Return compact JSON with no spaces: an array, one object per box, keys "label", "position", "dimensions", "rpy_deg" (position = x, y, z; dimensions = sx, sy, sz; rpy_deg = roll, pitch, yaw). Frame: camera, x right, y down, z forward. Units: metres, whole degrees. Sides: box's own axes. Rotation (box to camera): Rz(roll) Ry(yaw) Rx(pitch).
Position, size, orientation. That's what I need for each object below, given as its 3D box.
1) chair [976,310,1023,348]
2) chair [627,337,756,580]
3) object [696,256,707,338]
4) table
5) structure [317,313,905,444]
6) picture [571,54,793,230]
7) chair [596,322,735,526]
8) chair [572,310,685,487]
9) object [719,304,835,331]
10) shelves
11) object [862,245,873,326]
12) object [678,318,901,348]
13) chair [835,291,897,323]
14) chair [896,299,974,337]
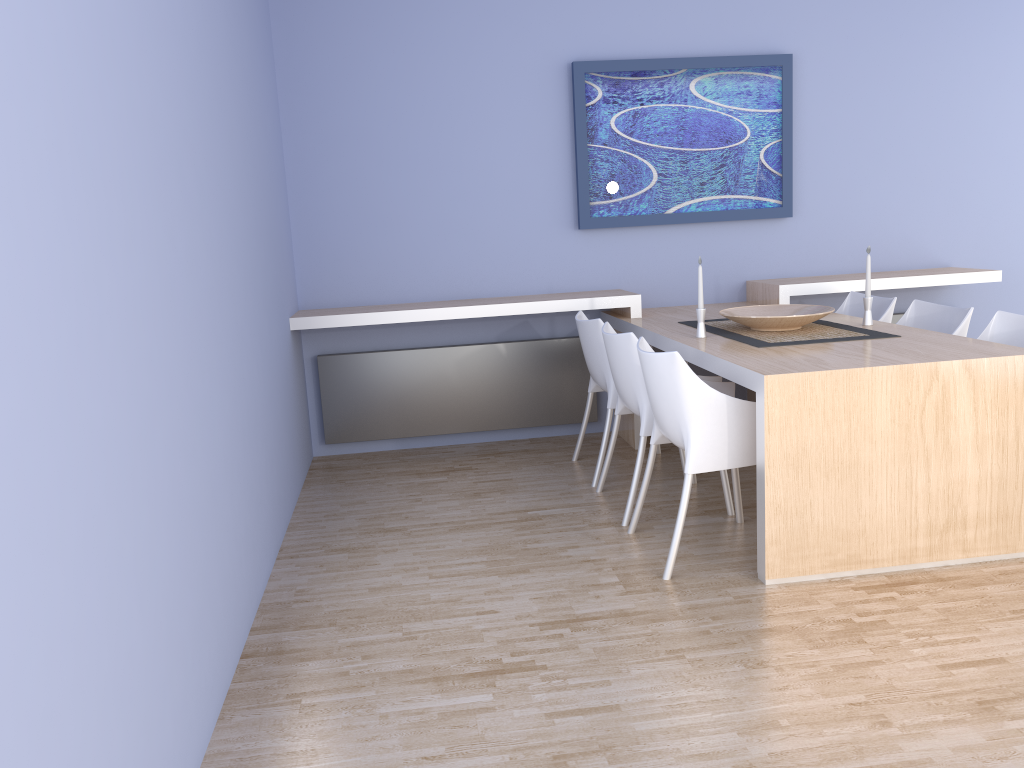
[{"label":"chair","position":[1.847,0.142,3.415],"dimensions":[0.486,0.793,0.510],"rpy_deg":[-4,10,-7]},{"label":"chair","position":[0.712,0.230,3.281],"dimensions":[0.486,0.793,0.510],"rpy_deg":[-4,10,-7]},{"label":"object","position":[0.807,-0.374,3.795],"dimensions":[0.045,0.349,0.045],"rpy_deg":[4,12,34]},{"label":"table","position":[1.179,0.090,4.123],"dimensions":[1.002,0.718,2.340],"rpy_deg":[-4,10,-7]},{"label":"structure","position":[0.834,-0.059,5.200],"dimensions":[3.843,0.503,0.064],"rpy_deg":[-4,10,-7]},{"label":"picture","position":[0.974,-1.362,4.995],"dimensions":[1.252,0.901,0.049],"rpy_deg":[-4,10,-7]},{"label":"chair","position":[0.638,0.133,3.842],"dimensions":[0.486,0.793,0.510],"rpy_deg":[-4,10,-7]},{"label":"chair","position":[0.564,0.037,4.403],"dimensions":[0.486,0.793,0.510],"rpy_deg":[-4,10,-7]},{"label":"object","position":[1.175,-0.289,3.951],"dimensions":[0.493,0.081,0.493],"rpy_deg":[-1,10,12]},{"label":"shelves","position":[0.786,-0.107,5.000],"dimensions":[3.901,0.840,0.463],"rpy_deg":[-4,10,-7]},{"label":"object","position":[1.560,-0.432,3.884],"dimensions":[0.045,0.349,0.045],"rpy_deg":[-4,10,-7]},{"label":"object","position":[1.182,-0.247,3.957],"dimensions":[0.594,0.005,0.986],"rpy_deg":[-5,10,-7]},{"label":"chair","position":[1.696,-0.057,4.571],"dimensions":[0.486,0.793,0.510],"rpy_deg":[-4,10,-7]},{"label":"chair","position":[1.771,0.041,3.997],"dimensions":[0.486,0.793,0.510],"rpy_deg":[-4,10,-6]}]
